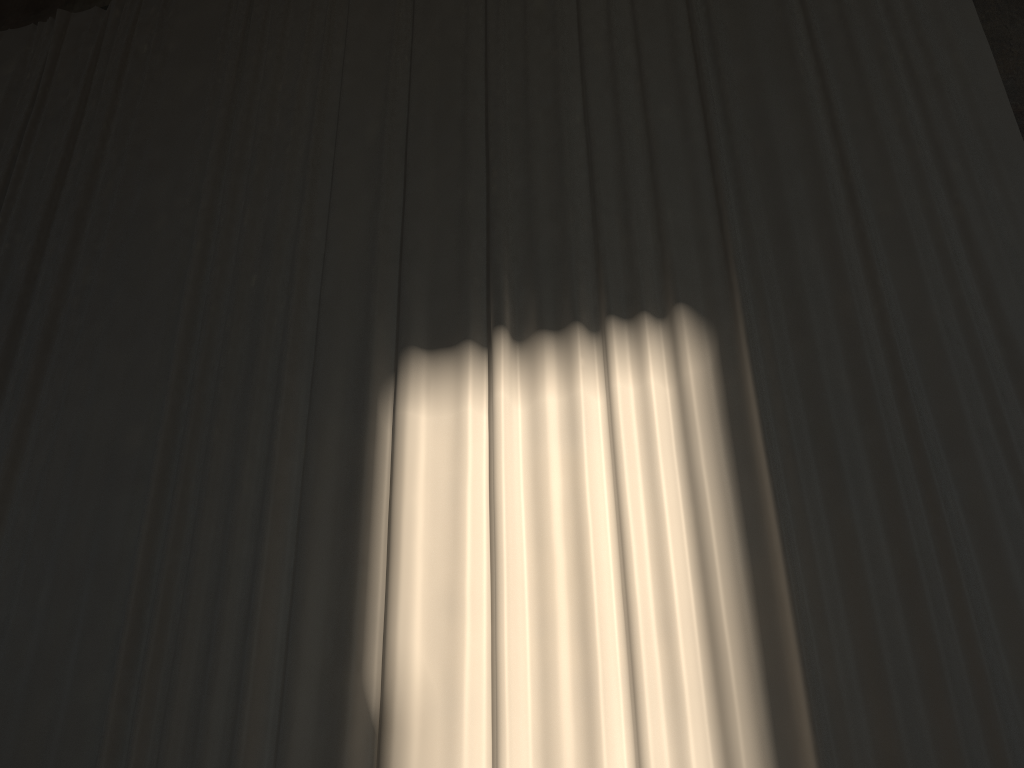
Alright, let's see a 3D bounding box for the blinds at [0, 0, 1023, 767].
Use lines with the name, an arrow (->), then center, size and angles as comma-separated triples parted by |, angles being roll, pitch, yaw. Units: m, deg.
blinds -> -0.958, -0.084, 5.278 | 7.856, 8.179, 0.289 | -9, -28, 14
